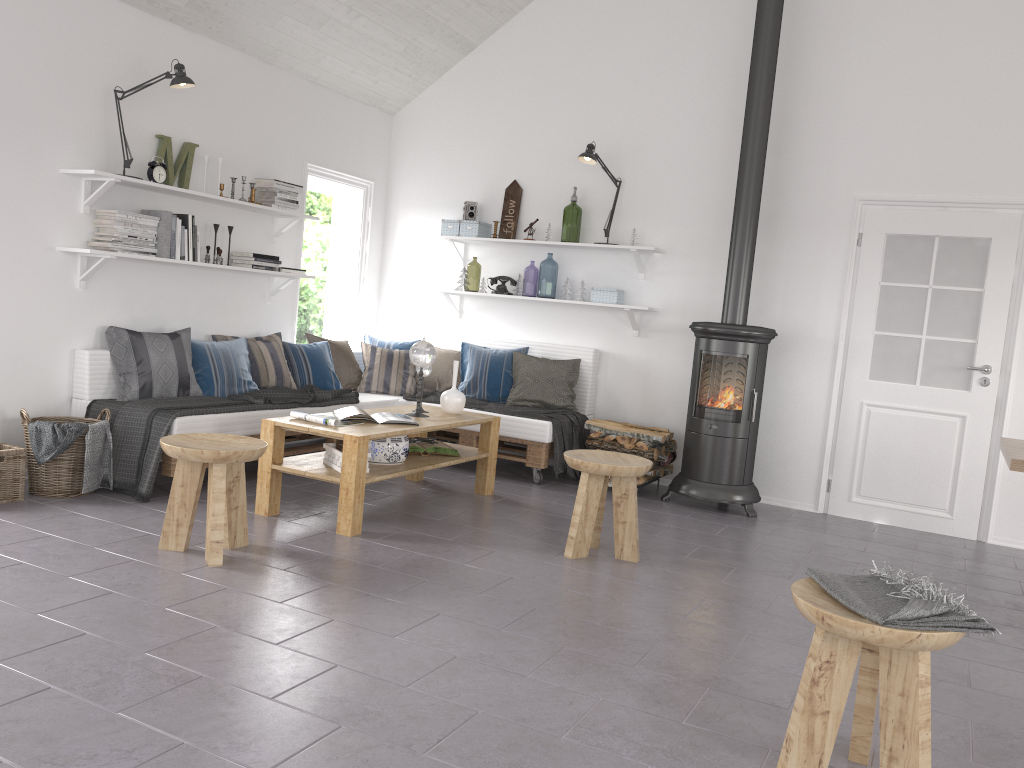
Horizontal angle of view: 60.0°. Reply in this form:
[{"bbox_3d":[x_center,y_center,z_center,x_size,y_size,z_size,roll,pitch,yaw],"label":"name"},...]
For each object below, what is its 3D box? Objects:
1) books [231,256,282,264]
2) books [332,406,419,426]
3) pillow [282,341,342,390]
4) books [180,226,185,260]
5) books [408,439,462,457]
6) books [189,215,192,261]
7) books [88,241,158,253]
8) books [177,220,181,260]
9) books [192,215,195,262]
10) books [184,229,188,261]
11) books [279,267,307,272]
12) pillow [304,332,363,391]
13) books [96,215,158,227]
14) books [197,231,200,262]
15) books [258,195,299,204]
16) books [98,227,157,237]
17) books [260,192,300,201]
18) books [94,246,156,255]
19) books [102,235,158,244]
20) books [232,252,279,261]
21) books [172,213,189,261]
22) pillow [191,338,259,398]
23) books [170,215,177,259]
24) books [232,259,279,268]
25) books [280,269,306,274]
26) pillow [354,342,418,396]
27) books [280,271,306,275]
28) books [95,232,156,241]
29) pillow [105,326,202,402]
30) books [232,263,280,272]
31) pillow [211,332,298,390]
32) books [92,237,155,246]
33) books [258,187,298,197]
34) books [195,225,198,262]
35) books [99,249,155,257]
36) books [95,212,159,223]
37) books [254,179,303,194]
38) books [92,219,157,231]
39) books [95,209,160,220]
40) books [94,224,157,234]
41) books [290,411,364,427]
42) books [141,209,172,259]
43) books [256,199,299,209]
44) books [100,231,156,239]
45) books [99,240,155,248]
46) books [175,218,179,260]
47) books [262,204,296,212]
[{"bbox_3d":[-1.708,-0.827,5.920,0.212,0.023,0.258,8,5,26],"label":"books"},{"bbox_3d":[-0.740,0.170,4.795,0.422,0.049,0.300,4,5,-19],"label":"books"},{"bbox_3d":[-1.432,-0.099,6.243,0.341,0.408,0.523,10,6,42],"label":"pillow"},{"bbox_3d":[-1.998,-0.838,5.256,0.141,0.203,0.044,8,5,26],"label":"books"},{"bbox_3d":[-0.550,0.356,5.200,0.445,0.079,0.301,3,5,-23],"label":"books"},{"bbox_3d":[-2.000,-0.878,5.316,0.200,0.272,0.054,8,5,26],"label":"books"},{"bbox_3d":[-2.198,-0.773,5.012,0.176,0.025,0.331,8,5,26],"label":"books"},{"bbox_3d":[-2.039,-0.857,5.242,0.200,0.236,0.031,8,5,26],"label":"books"},{"bbox_3d":[-1.991,-0.880,5.337,0.210,0.274,0.048,8,5,26],"label":"books"},{"bbox_3d":[-1.984,-0.829,5.276,0.125,0.185,0.042,8,5,26],"label":"books"},{"bbox_3d":[-1.590,-0.803,6.165,0.202,0.012,0.251,8,5,28],"label":"books"},{"bbox_3d":[-1.306,-0.150,6.639,0.334,0.438,0.545,8,6,31],"label":"pillow"},{"bbox_3d":[-2.176,-0.921,5.014,0.174,0.021,0.273,8,5,26],"label":"books"},{"bbox_3d":[-1.959,-0.836,5.382,0.152,0.185,0.045,8,5,26],"label":"books"},{"bbox_3d":[-1.591,-1.251,6.035,0.152,0.024,0.238,8,5,26],"label":"books"},{"bbox_3d":[-2.179,-0.860,5.031,0.167,0.017,0.263,8,5,26],"label":"books"},{"bbox_3d":[-1.585,-1.278,6.049,0.161,0.026,0.223,8,5,26],"label":"books"},{"bbox_3d":[-2.186,-0.753,5.019,0.159,0.012,0.285,8,5,26],"label":"books"},{"bbox_3d":[-2.171,-0.820,5.033,0.161,0.013,0.256,8,5,26],"label":"books"},{"bbox_3d":[-1.707,-0.851,5.908,0.190,0.028,0.239,8,5,28],"label":"books"},{"bbox_3d":[-2.005,-0.878,5.298,0.200,0.274,0.038,8,5,26],"label":"books"},{"bbox_3d":[-1.827,-0.088,5.521,0.525,0.401,0.331,1,7,-44],"label":"pillow"},{"bbox_3d":[-2.051,-0.866,5.201,0.193,0.257,0.046,8,5,26],"label":"books"},{"bbox_3d":[-1.706,-0.803,5.910,0.191,0.023,0.242,8,5,24],"label":"books"},{"bbox_3d":[-1.587,-0.789,6.161,0.187,0.014,0.248,8,5,24],"label":"books"},{"bbox_3d":[-0.920,-0.096,6.735,0.516,0.392,0.358,5,5,-5],"label":"pillow"},{"bbox_3d":[-1.585,-0.776,6.166,0.187,0.014,0.253,8,5,26],"label":"books"},{"bbox_3d":[-2.187,-0.832,5.017,0.159,0.012,0.285,8,5,26],"label":"books"},{"bbox_3d":[-2.067,-0.110,5.136,0.301,0.444,0.534,10,6,43],"label":"pillow"},{"bbox_3d":[-1.711,-0.777,5.923,0.191,0.032,0.258,8,5,28],"label":"books"},{"bbox_3d":[-1.681,-0.125,5.873,0.316,0.438,0.546,9,6,39],"label":"pillow"},{"bbox_3d":[-2.204,-0.807,5.024,0.182,0.016,0.288,8,5,26],"label":"books"},{"bbox_3d":[-1.589,-1.303,6.022,0.161,0.027,0.223,8,5,26],"label":"books"},{"bbox_3d":[-1.970,-0.851,5.356,0.171,0.219,0.047,8,5,26],"label":"books"},{"bbox_3d":[-2.184,-0.741,5.036,0.161,0.012,0.254,8,5,26],"label":"books"},{"bbox_3d":[-2.174,-0.940,5.011,0.182,0.016,0.288,8,5,26],"label":"books"},{"bbox_3d":[-1.584,-1.343,6.030,0.176,0.053,0.290,8,5,26],"label":"books"},{"bbox_3d":[-2.192,-0.899,5.023,0.180,0.028,0.296,8,5,26],"label":"books"},{"bbox_3d":[-2.166,-0.954,5.000,0.182,0.016,0.288,8,5,26],"label":"books"},{"bbox_3d":[-2.193,-0.878,5.028,0.182,0.016,0.288,8,5,26],"label":"books"},{"bbox_3d":[-0.952,0.175,4.570,0.300,0.043,0.229,8,5,30],"label":"books"},{"bbox_3d":[-2.074,-0.872,5.159,0.200,0.271,0.050,8,5,26],"label":"books"},{"bbox_3d":[-1.594,-1.223,6.031,0.172,0.032,0.239,8,5,26],"label":"books"},{"bbox_3d":[-2.176,-0.844,5.023,0.161,0.012,0.254,8,5,26],"label":"books"},{"bbox_3d":[-2.185,-0.792,5.034,0.161,0.013,0.254,8,5,26],"label":"books"},{"bbox_3d":[-2.046,-0.860,5.226,0.205,0.243,0.019,8,5,26],"label":"books"},{"bbox_3d":[-1.612,-1.192,6.027,0.172,0.032,0.239,8,5,26],"label":"books"}]
